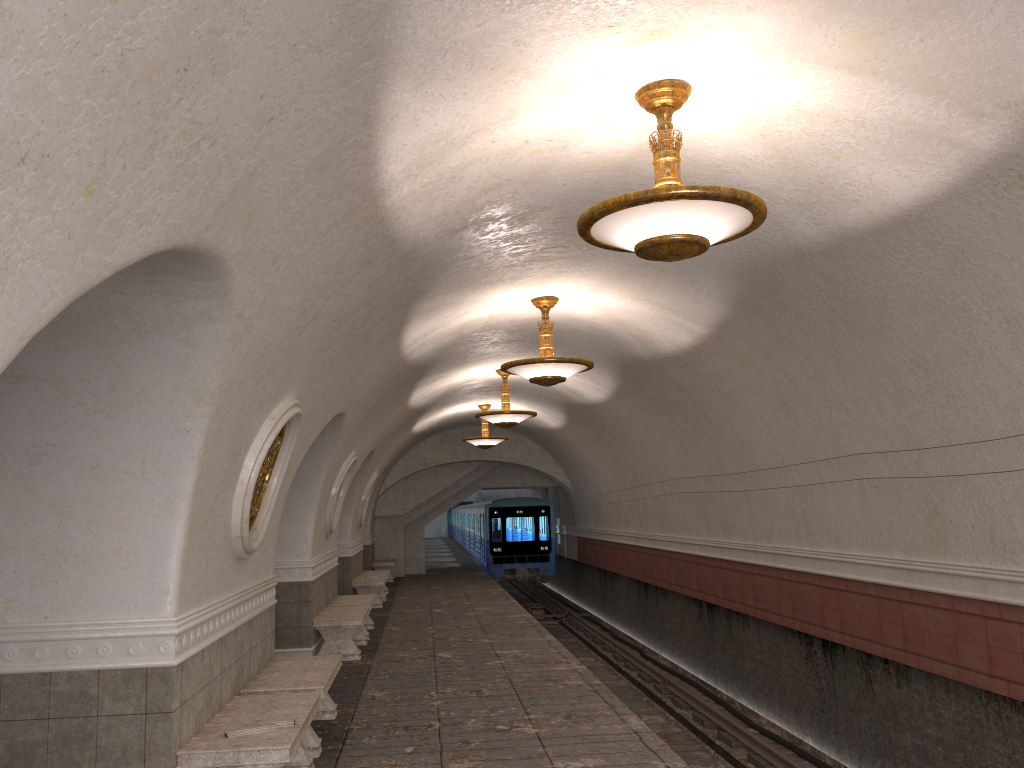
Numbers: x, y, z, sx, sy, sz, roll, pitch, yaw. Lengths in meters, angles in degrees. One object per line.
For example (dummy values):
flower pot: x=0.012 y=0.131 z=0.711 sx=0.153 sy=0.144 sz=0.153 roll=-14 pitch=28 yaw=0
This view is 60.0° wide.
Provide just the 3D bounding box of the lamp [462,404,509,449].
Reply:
lamp: x=-0.580 y=0.932 z=19.088 sx=1.008 sy=0.955 sz=1.008 roll=-8 pitch=-10 yaw=40

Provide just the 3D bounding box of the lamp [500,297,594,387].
lamp: x=0.370 y=-0.442 z=9.576 sx=1.008 sy=0.955 sz=1.008 roll=-3 pitch=-8 yaw=10

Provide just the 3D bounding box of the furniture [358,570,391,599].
furniture: x=-2.939 y=4.302 z=19.020 sx=0.613 sy=0.508 sz=1.509 roll=-1 pitch=-8 yaw=-6

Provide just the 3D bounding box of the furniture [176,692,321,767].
furniture: x=-1.593 y=2.358 z=5.561 sx=0.613 sy=0.508 sz=1.509 roll=-1 pitch=-8 yaw=-6

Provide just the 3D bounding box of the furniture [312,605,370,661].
furniture: x=-2.186 y=3.215 z=11.491 sx=0.613 sy=0.508 sz=1.509 roll=-1 pitch=-8 yaw=-6

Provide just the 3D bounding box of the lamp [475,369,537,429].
lamp: x=-0.105 y=0.245 z=14.331 sx=1.008 sy=0.955 sz=1.008 roll=-3 pitch=-8 yaw=10

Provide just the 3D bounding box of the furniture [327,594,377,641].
furniture: x=-2.352 y=3.454 z=13.147 sx=0.613 sy=0.508 sz=1.509 roll=-1 pitch=-8 yaw=-6

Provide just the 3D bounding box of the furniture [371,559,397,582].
furniture: x=-3.394 y=4.959 z=23.571 sx=0.613 sy=0.508 sz=1.509 roll=-1 pitch=-8 yaw=-6

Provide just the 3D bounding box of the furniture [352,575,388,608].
furniture: x=-2.773 y=4.063 z=17.364 sx=0.613 sy=0.508 sz=1.509 roll=-1 pitch=-8 yaw=-6

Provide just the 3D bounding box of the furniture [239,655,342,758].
furniture: x=-1.759 y=2.597 z=7.217 sx=0.613 sy=0.508 sz=1.509 roll=-1 pitch=-8 yaw=-6

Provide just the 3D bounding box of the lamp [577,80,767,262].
lamp: x=0.846 y=-1.129 z=4.819 sx=1.008 sy=0.955 sz=1.008 roll=1 pitch=-9 yaw=-22
